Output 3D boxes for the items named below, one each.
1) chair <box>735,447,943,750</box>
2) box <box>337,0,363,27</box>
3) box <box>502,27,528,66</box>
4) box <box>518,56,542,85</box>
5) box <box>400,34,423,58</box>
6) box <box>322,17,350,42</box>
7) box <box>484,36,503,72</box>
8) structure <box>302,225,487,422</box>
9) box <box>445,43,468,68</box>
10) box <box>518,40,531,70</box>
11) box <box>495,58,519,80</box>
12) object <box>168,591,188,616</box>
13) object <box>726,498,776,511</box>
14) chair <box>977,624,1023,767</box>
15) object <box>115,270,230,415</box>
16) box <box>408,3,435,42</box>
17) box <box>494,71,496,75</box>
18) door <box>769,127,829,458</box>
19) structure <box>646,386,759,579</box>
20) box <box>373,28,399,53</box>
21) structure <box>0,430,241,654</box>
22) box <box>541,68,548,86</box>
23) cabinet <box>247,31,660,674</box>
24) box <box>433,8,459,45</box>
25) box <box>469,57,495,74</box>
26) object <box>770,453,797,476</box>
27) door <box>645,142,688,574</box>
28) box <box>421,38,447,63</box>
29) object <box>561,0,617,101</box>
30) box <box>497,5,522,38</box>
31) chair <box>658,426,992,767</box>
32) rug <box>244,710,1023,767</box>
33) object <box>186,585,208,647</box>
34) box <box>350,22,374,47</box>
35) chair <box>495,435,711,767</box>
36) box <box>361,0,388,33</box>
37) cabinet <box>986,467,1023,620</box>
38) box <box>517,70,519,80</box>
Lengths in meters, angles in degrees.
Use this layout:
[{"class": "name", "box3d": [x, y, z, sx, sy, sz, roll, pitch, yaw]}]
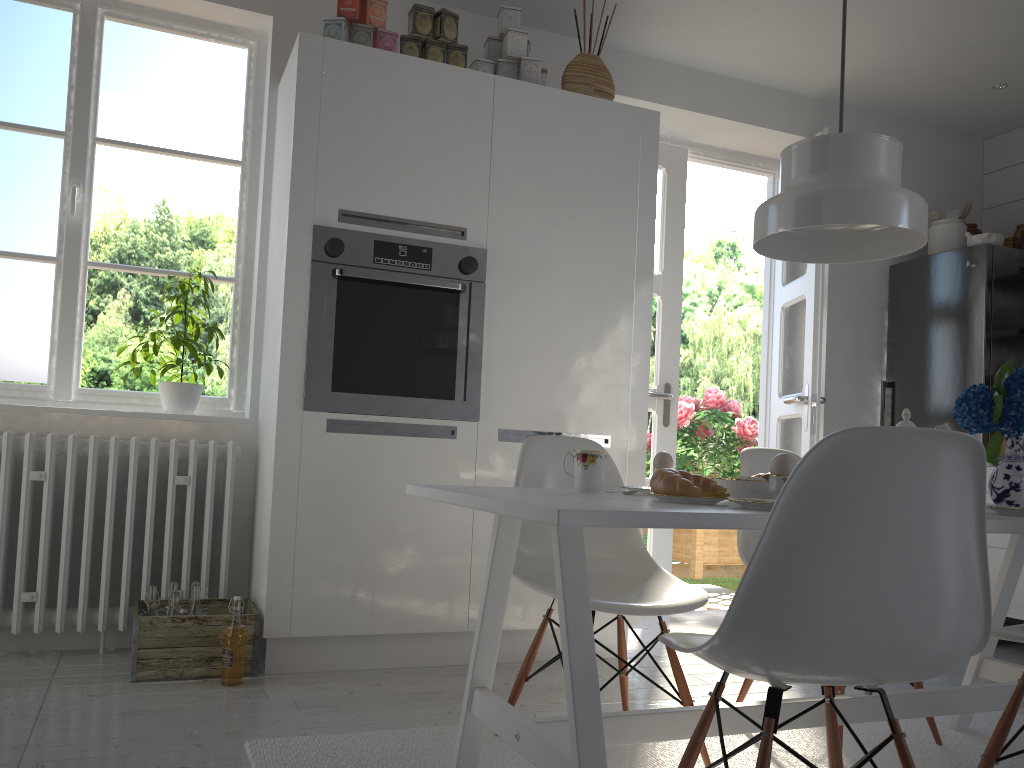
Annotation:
[{"class": "chair", "box3d": [0.903, 0.586, 2.545, 0.465, 0.799, 0.543, 4, -4, -28]}, {"class": "box", "box3d": [-0.563, -1.302, 3.072, 0.081, 0.110, 0.081, 3, -3, -2]}, {"class": "box", "box3d": [0.010, -1.255, 3.304, 0.081, 0.110, 0.081, 4, -3, -17]}, {"class": "box", "box3d": [0.066, -1.143, 3.288, 0.081, 0.110, 0.081, 3, -3, -7]}, {"class": "box", "box3d": [-0.362, -1.174, 3.164, 0.081, 0.110, 0.081, 3, -3, -7]}, {"class": "box", "box3d": [-0.606, -1.194, 3.056, 0.081, 0.110, 0.081, 2, -3, 8]}, {"class": "box", "box3d": [-0.064, -1.252, 3.376, 0.081, 0.110, 0.081, 3, -3, -12]}, {"class": "structure", "box3d": [-0.376, -0.183, 3.140, 0.727, 0.608, 0.322, 4, -3, -22]}, {"class": "box", "box3d": [-0.205, -1.162, 3.213, 0.081, 0.110, 0.081, 3, -3, -12]}, {"class": "box", "box3d": [0.028, -1.247, 3.391, 0.081, 0.110, 0.081, 3, -3, 3]}, {"class": "box", "box3d": [-0.021, -1.145, 3.316, 0.081, 0.110, 0.081, 3, -3, -7]}, {"class": "object", "box3d": [-1.060, 0.779, 2.772, 0.065, 0.255, 0.065, 1, -3, 40]}, {"class": "object", "box3d": [0.488, 0.220, 1.596, 0.201, 0.016, 0.201, 3, -5, -7]}, {"class": "chair", "box3d": [1.218, 0.535, 1.749, 0.465, 0.799, 0.543, 5, -4, -33]}, {"class": "object", "box3d": [-1.225, -0.152, 3.232, 0.375, 0.529, 0.327, 5, -4, -32]}, {"class": "box", "box3d": [-0.326, -1.282, 3.164, 0.081, 0.110, 0.081, 4, -4, -22]}, {"class": "box", "box3d": [-0.092, -1.140, 3.418, 0.081, 0.110, 0.081, 1, -4, 33]}, {"class": "door", "box3d": [1.380, -0.006, 4.346, 0.156, 2.322, 0.603, 3, -3, -2]}, {"class": "structure", "box3d": [1.317, 0.659, 6.087, 1.176, 1.278, 1.263, 4, -4, -21]}, {"class": "box", "box3d": [-0.452, -1.181, 3.130, 0.081, 0.110, 0.081, 4, -4, -27]}, {"class": "structure", "box3d": [-1.973, 0.508, 2.809, 2.102, 0.759, 0.175, 5, -3, -22]}, {"class": "box", "box3d": [0.089, -1.135, 3.374, 0.081, 0.110, 0.081, 3, -3, -7]}, {"class": "cabinet", "box3d": [-0.209, -0.046, 3.356, 1.379, 2.093, 0.513, 4, -3, -22]}, {"class": "box", "box3d": [-0.245, -1.276, 3.190, 0.081, 0.110, 0.081, 6, -4, -42]}, {"class": "box", "box3d": [-0.114, -1.149, 3.320, 0.081, 0.110, 0.081, 4, -4, -22]}, {"class": "object", "box3d": [0.490, 0.156, 1.600, 0.048, 0.063, 0.048, 4, -3, -18]}, {"class": "door", "box3d": [0.547, -0.048, 4.310, 0.602, 2.322, 0.157, 4, -3, -22]}, {"class": "box", "box3d": [-0.286, -1.169, 3.184, 0.081, 0.110, 0.081, 4, -4, -22]}, {"class": "object", "box3d": [0.299, -1.264, 3.399, 0.229, 0.451, 0.091, 4, -3, -22]}, {"class": "box", "box3d": [-0.012, -1.361, 3.360, 0.081, 0.110, 0.081, 3, -3, -12]}, {"class": "chair", "box3d": [0.497, 0.477, 1.459, 0.465, 0.799, 0.543, 3, -3, -8]}, {"class": "rug", "box3d": [0.682, 0.930, 1.965, 2.311, 0.004, 1.428, 5, -5, -22]}, {"class": "object", "box3d": [-1.049, 0.792, 2.927, 0.065, 0.255, 0.065, 3, -3, -6]}, {"class": "box", "box3d": [-0.529, -1.187, 3.095, 0.081, 0.110, 0.081, 4, -3, -17]}, {"class": "chair", "box3d": [0.220, 0.531, 2.262, 0.465, 0.799, 0.543, 4, -3, -23]}, {"class": "box", "box3d": [-0.490, -1.294, 3.119, 0.081, 0.110, 0.081, 5, -4, -32]}, {"class": "cabinet", "box3d": [2.992, 0.691, 2.560, 0.663, 0.793, 3.242, 4, -5, -22]}, {"class": "box", "box3d": [0.004, -1.137, 3.401, 0.081, 0.110, 0.081, 3, -3, -2]}]
